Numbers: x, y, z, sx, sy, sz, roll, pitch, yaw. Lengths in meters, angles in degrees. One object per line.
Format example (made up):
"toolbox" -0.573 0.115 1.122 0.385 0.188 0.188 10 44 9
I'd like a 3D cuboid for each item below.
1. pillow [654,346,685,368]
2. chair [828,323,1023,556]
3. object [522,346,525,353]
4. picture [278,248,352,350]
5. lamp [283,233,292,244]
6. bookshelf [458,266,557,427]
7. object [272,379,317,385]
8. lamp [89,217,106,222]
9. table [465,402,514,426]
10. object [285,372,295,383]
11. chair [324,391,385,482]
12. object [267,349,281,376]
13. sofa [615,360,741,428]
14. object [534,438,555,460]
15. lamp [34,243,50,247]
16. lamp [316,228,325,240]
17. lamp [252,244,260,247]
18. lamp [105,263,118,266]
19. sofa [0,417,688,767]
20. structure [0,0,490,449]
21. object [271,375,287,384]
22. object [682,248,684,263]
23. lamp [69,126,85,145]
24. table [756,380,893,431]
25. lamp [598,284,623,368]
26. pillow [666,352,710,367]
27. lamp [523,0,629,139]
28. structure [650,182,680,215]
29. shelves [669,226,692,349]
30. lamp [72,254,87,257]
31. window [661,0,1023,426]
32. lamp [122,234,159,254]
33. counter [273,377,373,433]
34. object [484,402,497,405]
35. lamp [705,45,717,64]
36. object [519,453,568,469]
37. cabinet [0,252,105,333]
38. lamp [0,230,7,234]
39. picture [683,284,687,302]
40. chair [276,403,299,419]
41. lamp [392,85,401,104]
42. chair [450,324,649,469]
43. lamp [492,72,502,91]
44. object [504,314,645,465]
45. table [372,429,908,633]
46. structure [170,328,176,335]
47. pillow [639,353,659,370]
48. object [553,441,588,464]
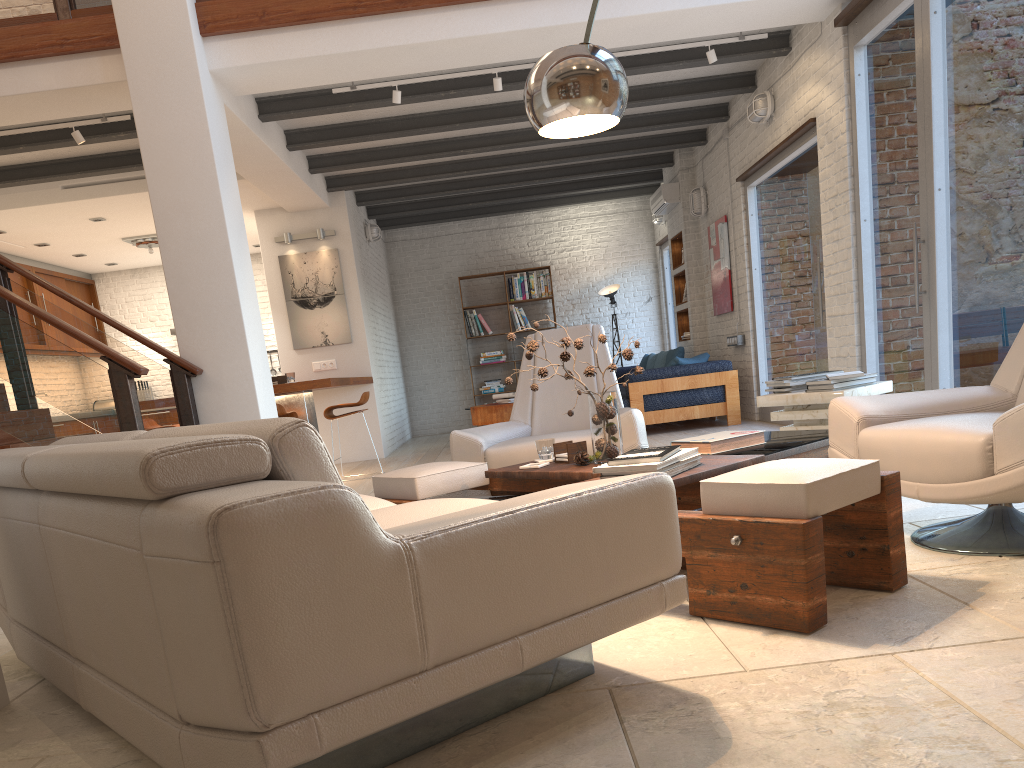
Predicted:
"pillow" 1.820 -0.205 10.182 0.254 0.424 1.188 -7 2 -1
"chair" 1.804 0.030 3.047 0.976 1.022 1.011 -9 6 -16
"object" 0.346 -0.480 12.803 0.404 0.206 0.392 -4 4 41
"picture" -2.160 -0.926 9.582 0.655 1.041 0.019 -7 11 0
"lamp" -2.416 -1.571 9.399 0.080 0.107 0.077 -3 8 28
"bookshelf" 0.018 -0.502 12.761 1.318 2.256 0.354 -7 11 0
"object" -1.970 -0.021 7.829 0.396 0.035 0.194 -7 1 4
"lamp" -4.230 -1.695 8.891 0.124 0.056 0.121 -7 3 0
"table" -0.053 0.434 10.356 1.079 0.456 1.791 -7 1 5
"object" -1.978 -0.057 7.789 0.091 0.087 0.088 -6 6 15
"chair" -1.443 0.477 8.000 0.423 0.794 0.393 -7 9 0
"object" -3.237 -0.300 12.319 0.669 0.400 0.136 -7 10 0
"sofa" 1.151 0.170 10.447 2.079 0.674 3.874 -7 1 -1
"object" 0.146 0.284 3.776 0.089 0.087 0.091 -12 8 -41
"lamp" -5.272 -1.578 9.774 0.124 0.056 0.121 -7 3 0
"lamp" -2.063 -1.615 9.396 0.080 0.107 0.077 -3 8 28
"lamp" -3.349 -1.844 11.505 0.124 0.056 0.121 -7 3 0
"lamp" -5.300 -1.600 11.521 0.124 0.056 0.121 -7 3 0
"sofa" -0.754 0.478 2.590 1.121 0.773 2.329 -11 4 -40
"structure" -2.597 -1.080 6.040 10.154 4.230 13.587 -7 2 0
"object" -2.102 -0.029 7.866 0.114 0.084 0.092 -3 7 45
"object" 2.099 -1.568 10.521 0.112 0.248 0.210 -6 7 7
"lamp" -3.091 -1.765 6.208 0.085 0.132 0.059 -14 11 -39
"table" 1.666 0.276 4.621 0.485 0.516 0.494 -12 8 -40
"lamp" 1.666 -0.520 12.442 0.498 1.890 0.858 -12 11 -28
"pillow" 1.742 -0.124 8.875 0.553 0.336 0.376 -10 6 -40
"lamp" 0.937 -0.536 2.238 2.036 2.407 0.310 -2 11 35
"structure" 1.827 -2.205 10.446 0.200 0.224 0.799 -7 2 -1
"shelves" 2.153 -1.152 10.648 0.192 1.462 0.748 -7 9 -1
"lamp" -5.286 -1.589 10.648 0.124 0.056 0.121 -7 3 0
"window" 2.385 -2.834 6.282 0.648 6.532 12.090 -7 3 -1
"lamp" -4.240 -1.613 10.213 0.450 0.174 0.441 -7 2 0
"counter" -2.324 0.501 8.641 1.686 0.939 2.448 -7 2 0
"object" -0.217 0.235 11.088 0.299 0.028 0.067 -7 2 -22
"lamp" 1.412 -2.327 6.169 0.085 0.132 0.059 -14 11 -39
"object" 0.135 0.323 3.702 0.267 0.035 0.247 -8 1 -28
"cabinet" -5.947 -0.898 10.589 0.462 1.184 3.277 -7 2 -1
"lamp" -5.258 -1.567 8.899 0.124 0.056 0.121 -7 3 0
"picture" 2.165 -1.132 10.701 0.102 0.250 0.189 -9 7 -10
"chair" -2.037 0.559 7.477 0.405 0.793 0.411 -7 9 0
"lamp" -0.819 -2.049 6.193 0.058 0.132 0.085 -12 10 -30
"chair" 0.261 0.196 4.796 1.032 1.040 0.945 -5 7 16
"lamp" -0.102 -2.138 6.189 0.061 0.132 0.084 -7 8 2
"object" 0.223 0.027 3.367 0.534 0.622 0.313 -11 10 -29
"table" 0.653 0.454 3.607 1.933 0.439 2.204 -8 2 -39
"structure" -4.204 -1.226 11.958 0.986 1.017 0.445 -7 9 0
"pillow" 1.816 -0.200 11.512 0.243 0.406 1.085 -7 2 -2
"object" 0.246 0.286 3.672 0.092 0.084 0.114 -10 5 -28
